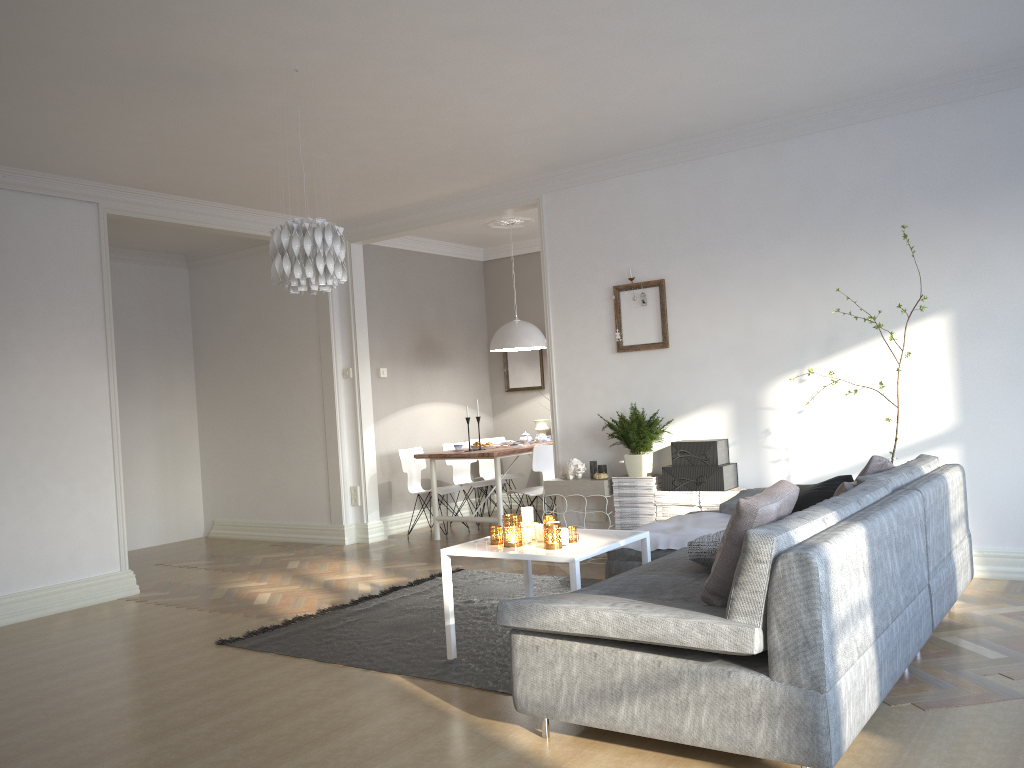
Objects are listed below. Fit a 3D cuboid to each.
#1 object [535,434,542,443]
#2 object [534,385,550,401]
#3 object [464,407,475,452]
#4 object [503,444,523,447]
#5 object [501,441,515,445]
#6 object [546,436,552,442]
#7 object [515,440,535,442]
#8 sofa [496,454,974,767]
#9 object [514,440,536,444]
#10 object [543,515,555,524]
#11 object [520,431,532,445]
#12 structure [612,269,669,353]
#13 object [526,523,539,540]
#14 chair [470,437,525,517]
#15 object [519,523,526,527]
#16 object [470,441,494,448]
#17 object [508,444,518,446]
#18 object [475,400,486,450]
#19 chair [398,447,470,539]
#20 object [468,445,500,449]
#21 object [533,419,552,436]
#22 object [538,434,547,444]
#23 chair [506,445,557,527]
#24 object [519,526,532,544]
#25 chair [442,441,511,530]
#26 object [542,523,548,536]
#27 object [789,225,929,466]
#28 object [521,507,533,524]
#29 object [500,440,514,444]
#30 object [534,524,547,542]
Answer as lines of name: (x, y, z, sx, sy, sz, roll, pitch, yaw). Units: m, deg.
object: (0.251, 0.502, 8.182, 0.072, 0.086, 0.086, -4, -1, 0)
object: (0.554, 0.146, 8.782, 0.698, 0.781, 0.352, -4, 0, 17)
object: (-0.371, 0.375, 7.554, 0.095, 0.396, 0.095, -4, 0, 31)
object: (0.009, 0.547, 7.847, 0.180, 0.014, 0.180, -4, -1, 0)
object: (-0.035, 0.541, 8.022, 0.129, 0.038, 0.129, -4, -1, 35)
object: (0.334, 0.514, 8.328, 0.116, 0.056, 0.116, -4, -1, 8)
object: (0.118, 0.542, 8.354, 0.201, 0.022, 0.194, -3, -1, -35)
sofa: (0.954, 0.813, 3.890, 1.555, 0.772, 2.631, -4, -1, 35)
object: (0.119, 0.547, 8.349, 0.287, 0.019, 0.287, -4, -1, 8)
object: (0.184, 0.685, 4.328, 0.060, 0.079, 0.060, -4, -1, 29)
object: (0.127, 0.492, 8.104, 0.143, 0.119, 0.124, -4, -1, 40)
structure: (0.878, -0.519, 6.118, 0.399, 0.574, 0.053, -4, 0, 33)
object: (0.098, 0.690, 4.151, 0.060, 0.073, 0.060, -4, -1, 15)
chair: (-0.149, 0.941, 8.956, 0.431, 0.785, 0.479, -3, 0, -24)
object: (0.061, 0.693, 4.207, 0.060, 0.073, 0.060, -4, -1, 15)
object: (-0.270, 0.537, 7.868, 0.197, 0.063, 0.188, -4, -1, 5)
object: (0.007, 0.543, 7.835, 0.100, 0.025, 0.066, -4, -1, 12)
object: (-0.287, 0.344, 7.622, 0.095, 0.448, 0.095, -4, 0, 31)
chair: (-0.704, 0.957, 7.917, 0.479, 0.785, 0.431, -4, 0, 25)
object: (-0.245, 0.561, 7.865, 0.287, 0.019, 0.287, -4, -1, 23)
object: (0.372, 0.437, 8.971, 0.310, 0.228, 0.173, -3, 0, -12)
object: (0.279, 0.498, 8.086, 0.090, 0.086, 0.090, -4, -1, -10)
chair: (0.237, 0.886, 7.311, 0.431, 0.785, 0.479, -3, 0, -35)
object: (0.062, 0.690, 4.051, 0.060, 0.073, 0.060, -4, -1, 24)
chair: (-0.345, 0.943, 8.400, 0.431, 0.785, 0.479, -3, -1, -45)
object: (0.145, 0.695, 4.214, 0.052, 0.058, 0.050, -4, -1, 5)
object: (1.928, -0.028, 4.908, 0.776, 1.674, 0.340, -4, 0, -5)
object: (0.072, 0.619, 4.179, 0.060, 0.073, 0.060, -3, -1, -39)
object: (-0.047, 0.545, 8.191, 0.129, 0.038, 0.129, -4, -1, 40)
object: (0.132, 0.686, 4.080, 0.060, 0.073, 0.060, -4, -1, -9)
